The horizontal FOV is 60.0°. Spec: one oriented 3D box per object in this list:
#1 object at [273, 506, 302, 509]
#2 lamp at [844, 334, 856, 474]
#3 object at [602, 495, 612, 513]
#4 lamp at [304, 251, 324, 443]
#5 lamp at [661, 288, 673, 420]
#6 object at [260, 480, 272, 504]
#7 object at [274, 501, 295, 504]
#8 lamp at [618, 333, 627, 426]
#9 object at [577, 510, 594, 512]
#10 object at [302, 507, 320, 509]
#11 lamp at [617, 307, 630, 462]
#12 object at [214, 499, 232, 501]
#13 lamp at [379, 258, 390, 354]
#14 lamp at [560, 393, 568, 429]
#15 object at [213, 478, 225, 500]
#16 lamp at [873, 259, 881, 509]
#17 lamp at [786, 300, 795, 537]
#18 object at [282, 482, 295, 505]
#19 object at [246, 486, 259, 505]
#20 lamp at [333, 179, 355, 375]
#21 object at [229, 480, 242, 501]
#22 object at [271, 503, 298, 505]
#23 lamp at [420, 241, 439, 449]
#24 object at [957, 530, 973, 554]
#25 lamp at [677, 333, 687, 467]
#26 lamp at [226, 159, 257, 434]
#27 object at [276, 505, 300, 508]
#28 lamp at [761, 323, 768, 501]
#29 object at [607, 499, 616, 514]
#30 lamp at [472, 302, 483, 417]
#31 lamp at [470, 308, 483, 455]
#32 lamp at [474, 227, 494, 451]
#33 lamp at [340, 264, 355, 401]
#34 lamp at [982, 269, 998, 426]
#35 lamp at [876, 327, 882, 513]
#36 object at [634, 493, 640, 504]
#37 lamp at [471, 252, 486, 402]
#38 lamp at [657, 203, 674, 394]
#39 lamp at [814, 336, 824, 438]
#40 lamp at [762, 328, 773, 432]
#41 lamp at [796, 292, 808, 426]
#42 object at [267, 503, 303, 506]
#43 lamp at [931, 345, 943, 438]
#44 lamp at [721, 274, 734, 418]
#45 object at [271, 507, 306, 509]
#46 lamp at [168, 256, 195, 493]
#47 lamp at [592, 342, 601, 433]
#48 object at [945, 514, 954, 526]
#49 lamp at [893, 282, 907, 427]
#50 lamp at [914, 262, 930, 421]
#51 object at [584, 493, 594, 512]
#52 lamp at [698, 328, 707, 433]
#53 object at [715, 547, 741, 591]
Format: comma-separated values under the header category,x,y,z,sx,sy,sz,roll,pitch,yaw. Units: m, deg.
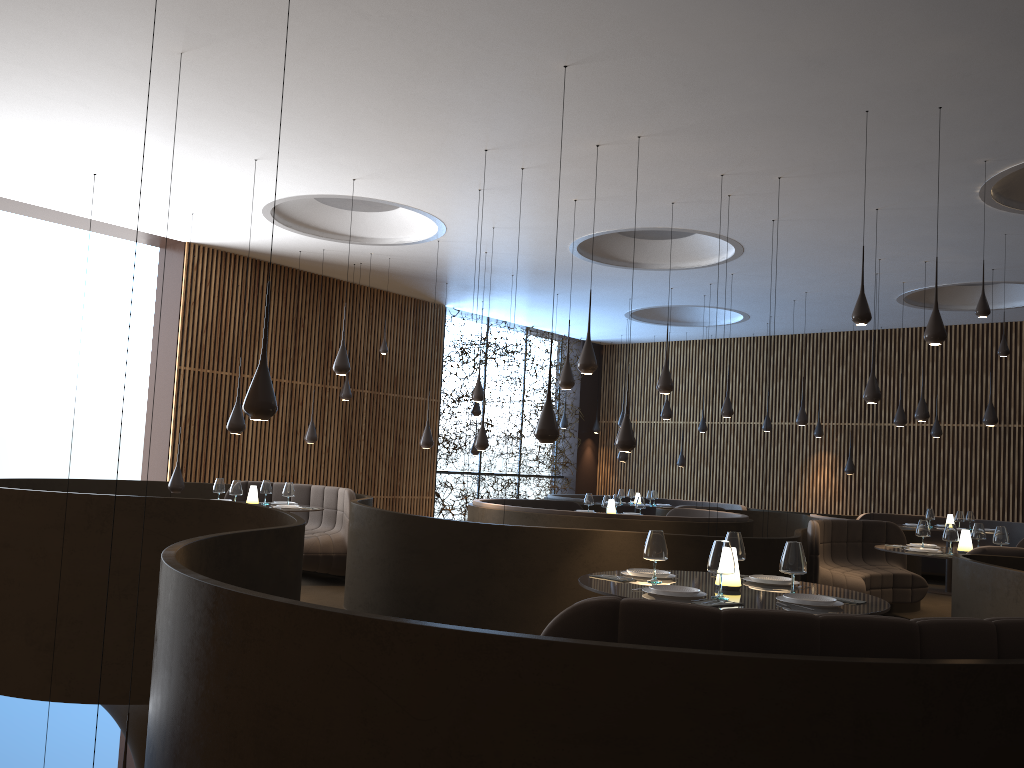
category,x,y,z,sx,sy,sz,roll,pitch,yaw
object,-2.594,1.431,10.263,0.332,0.014,0.332,2,-5,10
lamp,6.320,0.196,16.480,0.196,2.956,0.196,1,-4,25
object,1.310,1.685,12.235,0.142,0.295,0.142,3,-4,1
lamp,-2.954,-0.579,13.449,0.196,2.956,0.196,1,-4,25
lamp,2.644,-0.509,14.919,0.196,2.220,0.196,4,-4,-15
object,-3.032,1.331,10.916,0.142,0.295,0.142,2,-4,8
object,-2.816,1.476,10.973,0.263,0.029,0.263,3,-5,6
lamp,2.320,-0.222,18.223,0.196,2.220,0.196,1,-4,25
object,1.079,1.876,13.045,0.263,0.029,0.264,2,-5,6
object,-2.417,1.470,10.506,0.262,0.017,0.127,0,-6,33
lamp,2.066,-0.074,16.008,0.196,2.956,0.196,0,-5,35
object,-3.528,1.416,10.737,0.263,0.029,0.264,2,-5,8
lamp,-1.957,-1.218,13.836,0.133,1.506,0.133,0,-5,35
lamp,1.242,-0.085,20.303,0.196,2.220,0.196,5,-4,-25
object,-3.476,1.271,10.517,0.142,0.295,0.142,2,-4,13
lamp,4.959,1.386,12.149,0.196,6.265,0.196,4,-4,-15
lamp,4.760,1.666,15.264,0.196,6.265,0.196,6,-5,-35
object,-2.647,1.313,10.497,0.142,0.295,0.142,-1,-6,43
object,-3.068,1.321,10.498,0.142,0.232,0.144,5,-5,-29
lamp,-1.851,-1.209,9.976,0.196,2.220,0.196,4,-4,-15
object,-3.165,1.254,10.159,0.142,0.295,0.142,0,-5,37
object,-2.816,1.486,10.972,0.332,0.014,0.332,0,-6,31
lamp,-1.125,-0.567,12.537,0.196,2.956,0.196,3,-4,-5
object,4.514,1.568,8.823,0.144,0.232,0.142,2,-4,14
lamp,3.776,0.340,19.472,0.196,2.956,0.196,1,-4,25
lamp,-2.841,-0.945,9.465,0.196,2.956,0.196,4,-4,-15
object,-2.594,1.422,10.264,0.263,0.029,0.264,1,-6,17
lamp,4.980,1.900,17.651,0.196,6.265,0.196,6,-5,-35
object,1.415,1.759,12.638,0.145,0.232,0.142,6,-5,-34
lamp,-0.630,-0.486,17.073,0.196,2.220,0.196,4,-4,-15
lamp,-0.662,-0.051,17.805,0.196,2.956,0.196,4,-4,-15
lamp,-0.323,-0.604,11.683,0.196,2.956,0.196,3,-4,5
lamp,-2.624,-0.845,14.363,0.196,2.220,0.196,5,-4,-25
lamp,6.766,-0.519,12.504,0.196,2.220,0.196,0,-5,35
lamp,7.161,1.991,17.383,0.196,6.265,0.196,6,-5,-35
object,2.503,2.283,17.635,0.142,0.232,0.145,1,-5,20
lamp,-0.444,-0.844,13.092,0.196,2.220,0.196,0,-5,35
lamp,1.810,-0.995,10.223,0.196,2.220,0.196,0,-5,35
lamp,6.328,-0.011,18.201,0.196,2.220,0.196,1,-4,25
lamp,4.940,-0.193,17.035,0.196,2.220,0.196,1,-4,25
lamp,4.839,-0.417,14.691,0.196,2.220,0.196,4,-4,-15
object,-2.812,1.487,10.971,0.410,0.012,0.205,0,-6,27
lamp,7.660,-0.150,15.948,0.196,2.220,0.196,2,-4,15
lamp,3.349,-0.594,13.645,0.196,2.220,0.196,4,-4,-15
object,-2.596,1.432,10.259,0.204,0.012,0.411,0,-6,28
lamp,-4.058,-0.132,11.009,0.196,2.956,0.196,3,-4,-5
lamp,2.108,0.088,21.661,0.196,2.220,0.196,5,-4,-25
object,7.027,2.205,14.217,0.142,0.232,0.145,0,-5,32
lamp,5.979,-0.459,13.592,0.196,2.220,0.196,4,-4,-15
lamp,5.699,-0.594,12.268,0.196,2.220,0.196,4,-4,-15
object,1.111,1.729,12.822,0.142,0.295,0.142,3,-4,7
lamp,4.059,-0.087,18.681,0.196,2.220,0.196,1,-4,25
object,1.216,1.034,4.973,0.142,0.232,0.145,2,-4,18
